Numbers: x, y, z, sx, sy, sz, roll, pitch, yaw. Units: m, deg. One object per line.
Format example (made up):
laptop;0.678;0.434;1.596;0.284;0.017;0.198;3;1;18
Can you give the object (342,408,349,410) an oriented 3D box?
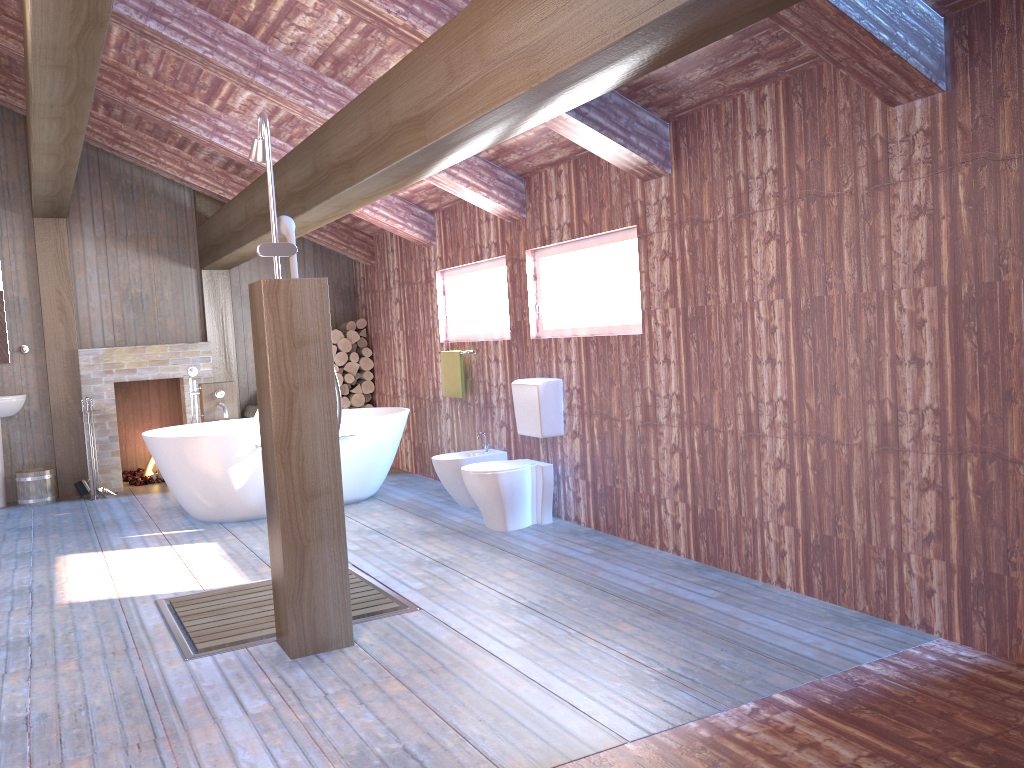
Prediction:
object;-1.703;0.284;8.835;0.116;0.117;0.289;-5;4;-30

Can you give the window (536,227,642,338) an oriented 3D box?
window;0.473;-0.581;5.335;0.054;0.587;1.255;-5;4;-27

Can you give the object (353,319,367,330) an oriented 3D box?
object;-1.563;-0.599;8.963;0.112;0.113;0.271;-5;4;-28

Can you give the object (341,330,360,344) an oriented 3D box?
object;-1.658;-0.467;8.896;0.133;0.142;0.456;-5;4;-27

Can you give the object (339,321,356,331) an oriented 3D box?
object;-1.654;-0.567;8.913;0.104;0.121;0.270;-5;4;-27

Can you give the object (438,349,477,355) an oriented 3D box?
object;-0.436;-0.245;6.864;0.091;0.043;0.581;-5;4;-27

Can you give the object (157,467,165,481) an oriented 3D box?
object;-3.385;0.726;8.550;0.098;0.434;0.283;-5;4;-30

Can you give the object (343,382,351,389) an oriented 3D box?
object;-1.668;0.018;8.866;0.065;0.069;0.177;-5;4;-29

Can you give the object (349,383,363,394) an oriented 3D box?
object;-1.622;0.040;8.906;0.115;0.112;0.423;-5;4;-27

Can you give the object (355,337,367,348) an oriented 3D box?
object;-1.555;-0.417;8.971;0.107;0.115;0.269;-5;4;-27

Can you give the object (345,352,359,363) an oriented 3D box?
object;-1.643;-0.267;8.885;0.089;0.106;0.437;-5;4;-27

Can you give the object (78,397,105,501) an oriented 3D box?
object;-3.696;0.555;7.735;0.276;0.888;0.333;-3;3;14

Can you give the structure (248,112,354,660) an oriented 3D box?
structure;-0.885;-0.031;3.657;0.328;2.209;0.522;-4;3;-7

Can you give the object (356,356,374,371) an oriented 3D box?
object;-1.536;-0.208;8.949;0.147;0.152;0.439;-5;4;-27

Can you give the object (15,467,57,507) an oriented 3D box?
object;-4.089;0.884;7.620;0.309;0.290;0.308;-5;4;-18

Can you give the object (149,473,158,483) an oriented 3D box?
object;-3.385;0.890;8.564;0.085;0.084;0.278;-2;4;19

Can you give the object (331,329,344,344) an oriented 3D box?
object;-1.799;-0.470;8.819;0.135;0.139;0.456;-5;4;-27

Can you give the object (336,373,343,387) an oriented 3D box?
object;-1.802;-0.032;8.807;0.136;0.157;0.439;-5;4;-27

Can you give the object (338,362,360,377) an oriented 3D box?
object;-1.678;-0.149;8.903;0.172;0.151;0.482;-5;4;-27

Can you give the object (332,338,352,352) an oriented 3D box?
object;-1.739;-0.382;8.833;0.141;0.143;0.437;-5;4;-30

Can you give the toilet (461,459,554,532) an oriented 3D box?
toilet;-0.049;0.703;5.579;0.534;0.400;0.375;-5;4;-27

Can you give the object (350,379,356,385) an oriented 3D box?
object;-1.618;-0.024;8.892;0.067;0.069;0.177;-5;4;-28

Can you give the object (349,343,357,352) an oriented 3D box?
object;-1.677;-0.355;8.981;0.132;0.119;0.319;-5;4;-26

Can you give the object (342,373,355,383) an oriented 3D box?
object;-1.690;-0.064;8.864;0.102;0.109;0.438;-5;4;-27

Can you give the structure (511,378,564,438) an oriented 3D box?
structure;0.164;0.148;5.672;0.182;0.363;0.358;-5;4;-27

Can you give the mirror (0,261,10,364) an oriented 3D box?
mirror;-4.554;-0.760;7.594;0.350;1.199;0.009;-5;4;-28

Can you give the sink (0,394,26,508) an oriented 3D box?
sink;-4.391;0.487;7.476;0.582;1.143;0.475;-5;4;-28

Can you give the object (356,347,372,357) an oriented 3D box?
object;-1.530;-0.322;8.945;0.102;0.109;0.438;-5;4;-27

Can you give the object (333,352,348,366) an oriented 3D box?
object;-1.766;-0.243;8.822;0.143;0.151;0.440;-5;4;-27

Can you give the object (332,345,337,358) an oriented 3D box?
object;-1.866;-0.324;8.786;0.139;0.148;0.458;-5;4;-27

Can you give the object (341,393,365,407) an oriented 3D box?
object;-1.619;0.156;8.919;0.137;0.133;0.437;-5;4;-30

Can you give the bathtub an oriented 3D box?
bathtub;-1.739;0.389;6.704;1.935;1.109;1.460;-4;3;-6

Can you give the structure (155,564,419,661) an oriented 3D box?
structure;-1.091;1.068;4.192;1.000;0.067;1.000;-5;4;-28

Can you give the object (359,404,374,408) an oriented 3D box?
object;-1.527;0.262;8.986;0.139;0.137;0.455;-5;4;-30

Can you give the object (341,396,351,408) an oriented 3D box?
object;-1.714;0.177;8.832;0.114;0.113;0.301;-5;4;-30

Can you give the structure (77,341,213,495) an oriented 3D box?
structure;-3.337;0.303;8.193;1.130;1.330;0.226;-5;4;-28

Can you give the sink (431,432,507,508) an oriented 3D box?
sink;-0.316;0.615;6.324;0.515;0.517;0.335;-5;4;-27

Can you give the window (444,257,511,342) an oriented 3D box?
window;-0.235;-0.619;6.709;0.054;0.587;1.255;-5;4;-27

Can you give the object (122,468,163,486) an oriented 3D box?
object;-3.516;0.895;8.846;0.935;0.085;0.829;0;5;44

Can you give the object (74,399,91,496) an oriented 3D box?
object;-3.734;0.552;7.656;0.062;0.846;0.136;0;5;43

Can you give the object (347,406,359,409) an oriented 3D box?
object;-1.665;0.271;9.002;0.118;0.106;0.319;-5;4;-30

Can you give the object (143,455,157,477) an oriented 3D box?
object;-3.507;0.783;8.673;0.221;0.306;0.121;-4;3;-1

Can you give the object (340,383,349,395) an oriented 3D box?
object;-1.727;0.049;8.834;0.111;0.118;0.302;-5;4;-29

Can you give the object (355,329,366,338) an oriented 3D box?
object;-1.561;-0.515;8.983;0.081;0.100;0.281;-5;4;-28

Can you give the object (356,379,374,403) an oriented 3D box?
object;-1.523;0.076;8.970;0.137;0.256;0.439;-5;4;-27

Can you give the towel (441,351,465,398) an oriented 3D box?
towel;-0.460;-0.076;6.862;0.032;0.361;0.370;-5;4;-28

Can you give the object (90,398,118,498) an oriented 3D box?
object;-3.599;0.553;7.714;0.206;0.871;0.126;-3;3;15

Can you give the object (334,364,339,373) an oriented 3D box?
object;-1.828;-0.159;8.786;0.102;0.109;0.438;-5;4;-27

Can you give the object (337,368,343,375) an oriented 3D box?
object;-1.751;-0.117;8.808;0.095;0.090;0.278;-5;4;-26

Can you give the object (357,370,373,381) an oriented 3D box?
object;-1.519;-0.090;8.957;0.102;0.109;0.438;-5;4;-27

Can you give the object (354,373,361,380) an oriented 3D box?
object;-1.595;-0.086;8.968;0.088;0.092;0.280;-5;4;-27

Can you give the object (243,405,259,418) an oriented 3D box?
object;-2.449;0.275;8.478;0.139;0.137;0.455;-5;4;-30
